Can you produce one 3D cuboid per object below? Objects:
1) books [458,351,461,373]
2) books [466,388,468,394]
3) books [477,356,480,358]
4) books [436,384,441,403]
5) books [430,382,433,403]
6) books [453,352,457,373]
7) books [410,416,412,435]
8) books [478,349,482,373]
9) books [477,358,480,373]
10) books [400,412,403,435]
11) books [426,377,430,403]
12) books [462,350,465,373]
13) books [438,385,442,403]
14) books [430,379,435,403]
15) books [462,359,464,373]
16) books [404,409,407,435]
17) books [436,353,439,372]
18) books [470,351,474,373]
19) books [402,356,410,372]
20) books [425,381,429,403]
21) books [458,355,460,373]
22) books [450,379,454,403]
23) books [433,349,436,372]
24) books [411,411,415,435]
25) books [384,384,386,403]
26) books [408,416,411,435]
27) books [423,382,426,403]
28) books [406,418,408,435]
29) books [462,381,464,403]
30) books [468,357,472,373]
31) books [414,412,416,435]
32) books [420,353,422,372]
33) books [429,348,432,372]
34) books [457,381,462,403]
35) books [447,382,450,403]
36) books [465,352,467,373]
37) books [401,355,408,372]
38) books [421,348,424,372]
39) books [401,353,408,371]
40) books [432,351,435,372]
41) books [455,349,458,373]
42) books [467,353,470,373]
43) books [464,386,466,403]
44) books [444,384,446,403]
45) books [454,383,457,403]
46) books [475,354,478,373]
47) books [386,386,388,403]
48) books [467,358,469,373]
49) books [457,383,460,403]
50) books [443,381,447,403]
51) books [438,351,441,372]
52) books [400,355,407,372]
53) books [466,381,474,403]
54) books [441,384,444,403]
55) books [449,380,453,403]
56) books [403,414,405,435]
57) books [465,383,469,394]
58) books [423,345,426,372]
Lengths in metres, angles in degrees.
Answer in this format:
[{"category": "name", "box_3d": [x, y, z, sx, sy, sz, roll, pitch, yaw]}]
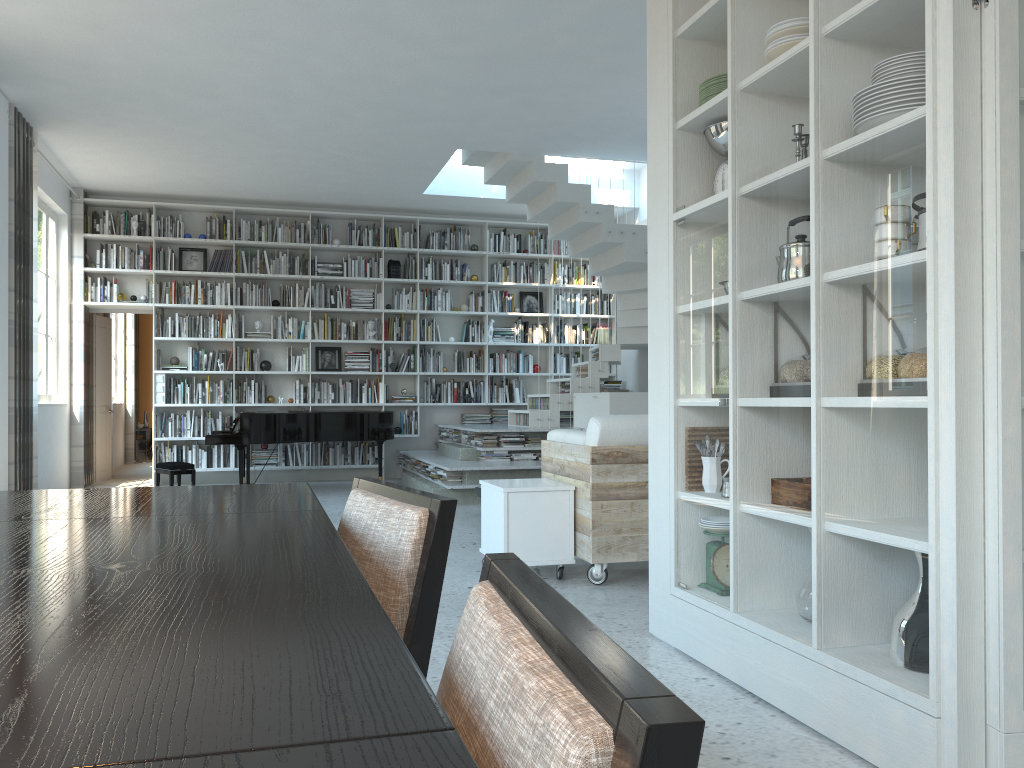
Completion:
[{"category": "books", "box_3d": [-0.648, -0.264, 10.871, 0.015, 0.262, 0.149, 0, -1, -16]}, {"category": "books", "box_3d": [-0.568, 0.143, 10.883, 0.025, 0.181, 0.169, 0, -1, -16]}, {"category": "books", "box_3d": [-0.419, -0.235, 10.938, 0.016, 0.205, 0.141, 0, -1, -16]}, {"category": "books", "box_3d": [-0.914, 0.117, 10.786, 0.065, 0.231, 0.162, 0, -1, -16]}, {"category": "books", "box_3d": [-0.991, 0.104, 10.749, 0.023, 0.256, 0.178, 0, -1, -16]}, {"category": "books", "box_3d": [-0.695, -0.259, 10.859, 0.019, 0.251, 0.130, 0, -1, -16]}, {"category": "books", "box_3d": [-1.218, 0.490, 10.605, 0.012, 0.225, 0.149, 0, -1, -16]}, {"category": "books", "box_3d": [-0.391, -0.280, 10.928, 0.007, 0.295, 0.162, 0, -1, -16]}, {"category": "books", "box_3d": [-0.427, -0.223, 10.906, 0.016, 0.180, 0.189, 0, -1, -16]}, {"category": "books", "box_3d": [-1.320, 0.471, 10.576, 0.005, 0.264, 0.162, 0, -1, -16]}, {"category": "books", "box_3d": [-1.021, 0.074, 10.740, 0.010, 0.316, 0.187, 0, -1, -16]}, {"category": "books", "box_3d": [-0.596, -0.275, 10.892, 0.007, 0.285, 0.159, 0, -1, -16]}, {"category": "books", "box_3d": [-0.877, 0.124, 10.797, 0.011, 0.217, 0.175, 0, -1, -16]}, {"category": "books", "box_3d": [-0.965, 0.085, 10.755, 0.030, 0.294, 0.188, 0, -1, -16]}, {"category": "books", "box_3d": [-0.623, -0.237, 10.897, 0.031, 0.208, 0.122, 0, -1, -16]}, {"category": "books", "box_3d": [-1.279, 0.453, 10.598, 0.032, 0.300, 0.149, 0, -1, -16]}, {"category": "books", "box_3d": [-0.911, -0.252, 10.792, 0.015, 0.238, 0.176, 0, -1, -16]}, {"category": "books", "box_3d": [-0.494, -0.270, 10.903, 0.006, 0.274, 0.173, 0, -1, -16]}, {"category": "books", "box_3d": [-1.290, -0.234, 10.685, 0.091, 0.205, 0.169, 0, -1, -16]}, {"category": "books", "box_3d": [-1.036, 0.101, 10.735, 0.023, 0.262, 0.186, 0, -1, -16]}, {"category": "books", "box_3d": [-0.659, -0.241, 10.853, 0.016, 0.215, 0.177, 0, -1, -16]}, {"category": "books", "box_3d": [-0.728, 0.087, 10.829, 0.012, 0.293, 0.175, 0, -1, -16]}, {"category": "books", "box_3d": [-0.943, -0.276, 10.793, 0.006, 0.285, 0.159, 0, -1, -16]}, {"category": "books", "box_3d": [-1.188, 0.460, 10.604, 0.021, 0.285, 0.172, 0, -1, -16]}, {"category": "books", "box_3d": [-1.533, 0.117, 10.622, 0.027, 0.229, 0.141, 0, -1, -16]}, {"category": "books", "box_3d": [-1.231, 0.490, 10.584, 0.026, 0.225, 0.175, 0, -1, -16]}, {"category": "books", "box_3d": [-1.059, 0.105, 10.749, 0.012, 0.254, 0.161, 0, -1, -16]}, {"category": "books", "box_3d": [-1.257, 0.502, 10.603, 0.013, 0.202, 0.139, 0, -1, -16]}, {"category": "books", "box_3d": [-0.615, 0.102, 10.875, 0.026, 0.263, 0.169, 0, -1, -16]}, {"category": "books", "box_3d": [-0.522, -0.230, 10.895, 0.015, 0.195, 0.175, 0, -1, -16]}, {"category": "books", "box_3d": [-1.177, 0.468, 10.629, 0.015, 0.271, 0.157, 0, -1, -16]}, {"category": "books", "box_3d": [-1.108, -0.253, 10.750, 0.011, 0.239, 0.136, 0, -1, -16]}, {"category": "books", "box_3d": [-0.988, -0.282, 10.758, 0.014, 0.297, 0.175, 0, -1, -16]}, {"category": "books", "box_3d": [-0.638, 0.102, 10.861, 0.026, 0.262, 0.173, 0, -1, -16]}, {"category": "books", "box_3d": [-0.782, 0.107, 10.816, 0.025, 0.252, 0.181, 0, -1, -16]}, {"category": "books", "box_3d": [-0.577, -0.259, 10.870, 0.018, 0.251, 0.184, 0, -1, -16]}, {"category": "books", "box_3d": [-1.306, -0.239, 10.692, 0.090, 0.215, 0.139, 0, -1, -16]}, {"category": "books", "box_3d": [-1.090, -0.281, 10.740, 0.018, 0.295, 0.177, 0, -1, -16]}, {"category": "books", "box_3d": [-1.307, -0.252, 10.682, 0.094, 0.238, 0.149, 0, -1, -16]}, {"category": "books", "box_3d": [-0.958, -0.267, 10.772, 0.012, 0.267, 0.183, 0, -1, -16]}, {"category": "books", "box_3d": [-0.682, -0.278, 10.876, 0.016, 0.289, 0.131, 0, -1, -16]}, {"category": "books", "box_3d": [-0.549, -0.255, 10.908, 0.030, 0.244, 0.135, 0, -1, -16]}, {"category": "books", "box_3d": [-0.593, 0.128, 10.883, 0.022, 0.211, 0.135, 0, -1, -16]}, {"category": "books", "box_3d": [-0.834, 0.119, 10.816, 0.024, 0.228, 0.159, 0, -1, -16]}, {"category": "books", "box_3d": [-0.708, 0.111, 10.837, 0.031, 0.244, 0.184, 0, -1, -16]}, {"category": "books", "box_3d": [-0.452, -0.248, 10.927, 0.021, 0.231, 0.155, 0, -1, -16]}, {"category": "books", "box_3d": [-1.506, 0.126, 10.632, 0.030, 0.210, 0.136, 0, -1, -16]}, {"category": "books", "box_3d": [-0.559, -0.224, 10.874, 0.018, 0.182, 0.182, 0, -1, -16]}, {"category": "books", "box_3d": [-0.665, 0.112, 10.871, 0.021, 0.242, 0.131, 0, -1, -16]}, {"category": "books", "box_3d": [-0.815, 0.099, 10.818, 0.014, 0.268, 0.171, 0, -1, -16]}, {"category": "books", "box_3d": [-0.884, -0.264, 10.801, 0.014, 0.261, 0.142, 0, -1, -16]}, {"category": "books", "box_3d": [-1.322, -0.238, 10.679, 0.090, 0.212, 0.143, 0, -1, -16]}, {"category": "books", "box_3d": [-0.513, 0.101, 10.896, 0.070, 0.266, 0.186, 0, -1, -16]}, {"category": "books", "box_3d": [-0.861, 0.116, 10.812, 0.029, 0.234, 0.142, 0, -1, -16]}, {"category": "books", "box_3d": [-0.745, 0.091, 10.846, 0.012, 0.285, 0.159, 0, -1, -16]}, {"category": "books", "box_3d": [-1.296, 0.480, 10.573, 0.014, 0.246, 0.176, 0, -1, -16]}, {"category": "books", "box_3d": [-0.552, 0.109, 10.891, 0.012, 0.249, 0.164, 0, -1, -16]}, {"category": "books", "box_3d": [-1.064, -0.304, 10.764, 0.007, 0.342, 0.149, 0, -1, -16]}]
